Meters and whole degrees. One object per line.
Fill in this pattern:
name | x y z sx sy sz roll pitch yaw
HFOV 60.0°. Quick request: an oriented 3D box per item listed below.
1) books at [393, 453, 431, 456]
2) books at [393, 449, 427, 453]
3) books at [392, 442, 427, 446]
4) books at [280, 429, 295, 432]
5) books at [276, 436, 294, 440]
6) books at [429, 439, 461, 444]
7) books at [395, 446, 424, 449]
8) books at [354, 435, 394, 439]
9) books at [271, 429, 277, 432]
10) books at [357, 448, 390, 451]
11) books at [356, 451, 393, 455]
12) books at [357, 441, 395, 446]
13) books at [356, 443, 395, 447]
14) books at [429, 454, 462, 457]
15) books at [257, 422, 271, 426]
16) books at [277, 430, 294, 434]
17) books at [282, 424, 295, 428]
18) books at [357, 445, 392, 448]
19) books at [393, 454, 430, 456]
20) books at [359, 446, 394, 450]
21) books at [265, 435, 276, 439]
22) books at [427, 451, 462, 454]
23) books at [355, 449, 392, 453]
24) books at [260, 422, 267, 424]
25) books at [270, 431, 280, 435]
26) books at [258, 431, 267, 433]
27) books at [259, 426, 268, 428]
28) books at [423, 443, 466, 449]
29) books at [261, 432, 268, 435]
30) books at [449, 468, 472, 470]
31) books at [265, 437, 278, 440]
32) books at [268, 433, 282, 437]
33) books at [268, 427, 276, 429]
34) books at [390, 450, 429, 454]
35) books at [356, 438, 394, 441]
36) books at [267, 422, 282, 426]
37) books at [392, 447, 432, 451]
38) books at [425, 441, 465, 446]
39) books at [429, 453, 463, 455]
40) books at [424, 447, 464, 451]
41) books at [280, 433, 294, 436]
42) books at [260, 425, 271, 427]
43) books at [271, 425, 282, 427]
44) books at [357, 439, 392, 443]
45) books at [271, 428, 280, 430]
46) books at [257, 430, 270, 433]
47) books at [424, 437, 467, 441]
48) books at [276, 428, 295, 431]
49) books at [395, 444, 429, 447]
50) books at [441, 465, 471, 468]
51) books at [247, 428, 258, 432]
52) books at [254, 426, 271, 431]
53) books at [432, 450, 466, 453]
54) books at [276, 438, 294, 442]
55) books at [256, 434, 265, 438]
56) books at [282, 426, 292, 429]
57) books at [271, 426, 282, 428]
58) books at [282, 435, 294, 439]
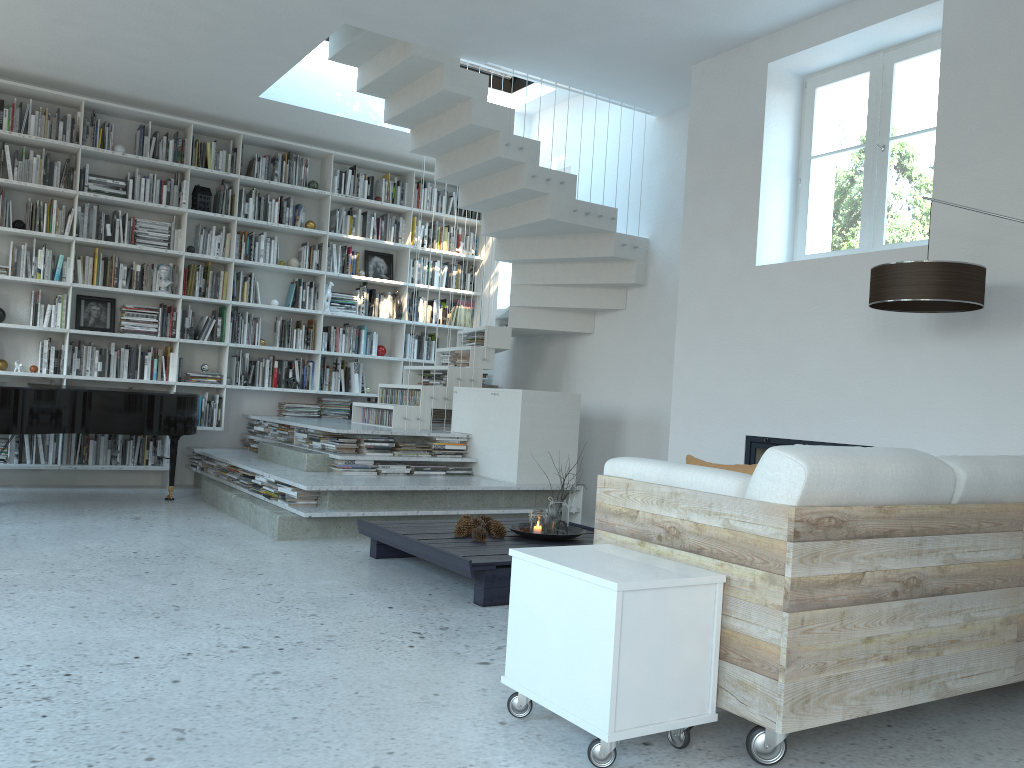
books | -0.772 0.522 6.636 0.287 0.005 0.165 4 -1 -28
books | -0.773 0.497 6.640 0.215 0.015 0.177 4 -1 -32
books | -0.767 0.447 6.636 0.203 0.011 0.173 4 -1 -38
books | -1.804 0.385 7.310 0.161 0.012 0.254 4 -1 -29
books | -1.812 0.449 7.307 0.178 0.014 0.247 4 -1 -35
books | -0.517 0.438 6.800 0.192 0.024 0.167 4 -1 -28
books | -0.775 0.470 6.646 0.179 0.010 0.160 4 -1 -31
books | -1.015 0.391 6.509 0.261 0.016 0.128 4 -1 -34
books | -1.949 0.401 7.559 0.150 0.013 0.215 4 -1 -33
books | -1.017 0.480 6.503 0.207 0.012 0.131 4 -1 -37
books | -1.008 0.506 6.486 0.216 0.015 0.177 4 -1 -35
books | -0.997 0.434 6.477 0.230 0.015 0.190 4 -1 -28
books | -1.010 0.445 6.495 0.260 0.009 0.153 4 -1 -30
books | -0.523 0.544 6.799 0.220 0.011 0.177 4 -1 -35
books | -2.118 0.355 7.811 0.163 0.018 0.289 4 -1 -34
books | -1.807 0.399 7.308 0.179 0.017 0.293 4 -1 -32
books | -1.794 0.344 7.315 0.139 0.028 0.261 4 -1 -28
books | -1.009 0.456 6.492 0.210 0.012 0.168 4 -1 -32
books | -0.773 0.528 6.636 0.291 0.007 0.174 4 -1 -30
books | -1.004 0.468 6.483 0.215 0.013 0.189 4 -1 -34
books | -1.972 0.453 7.546 0.190 0.012 0.235 4 -1 -35
books | -0.530 0.522 6.812 0.262 0.016 0.132 4 -1 -38
books | -1.015 0.492 6.498 0.227 0.013 0.148 4 -1 -35
books | -2.116 0.343 7.812 0.159 0.007 0.285 4 -1 -34
books | -1.953 0.417 7.557 0.154 0.018 0.220 4 -1 -34
books | -2.122 0.425 7.811 0.152 0.009 0.259 4 -1 -36
books | -2.124 0.379 7.808 0.171 0.007 0.206 4 -1 -31
books | -0.519 0.477 6.801 0.284 0.030 0.177 4 -1 -32
books | -2.112 0.441 7.818 0.131 0.021 0.240 4 -1 -31
books | -0.434 0.640 6.746 0.229 0.014 0.133 4 -1 -34
books | -1.969 0.466 7.548 0.183 0.012 0.296 4 -1 -34
books | -1.964 0.437 7.551 0.164 0.023 0.242 4 -1 -29
books | -1.956 0.377 7.554 0.167 0.008 0.234 4 -1 -34
books | -0.782 0.512 6.653 0.294 0.014 0.133 4 -1 -36
books | -1.005 0.403 6.491 0.228 0.009 0.159 4 -1 -37
books | -1.960 0.343 7.550 0.165 0.015 0.243 4 -1 -38
books | -0.764 0.483 6.627 0.273 0.014 0.187 4 -1 -38
books | -0.514 0.456 6.794 0.261 0.012 0.179 4 -1 -29
books | -0.527 0.534 6.807 0.259 0.009 0.152 4 -1 -36
books | -0.526 0.499 6.808 0.268 0.014 0.160 4 -1 -34
books | -1.801 0.417 7.313 0.159 0.018 0.203 4 -1 -35
books | -2.118 0.370 7.811 0.143 0.012 0.264 4 -1 -28
books | -1.950 0.357 7.557 0.149 0.013 0.220 4 -1 -30
books | -1.010 0.416 6.498 0.221 0.018 0.154 4 -1 -32
books | -1.950 0.388 7.558 0.144 0.013 0.220 4 -1 -30
books | -2.124 0.416 7.809 0.163 0.008 0.294 4 -1 -35
books | -0.510 0.420 6.791 0.285 0.013 0.181 4 -1 -38
books | -1.809 0.374 7.306 0.187 0.009 0.261 4 -1 -34
books | -0.772 0.459 6.641 0.246 0.013 0.172 4 -1 -34
books | -0.433 0.629 6.746 0.215 0.007 0.130 4 -1 -31
books | -2.288 0.422 8.049 0.175 0.017 0.265 4 -1 -30
books | -2.135 0.397 7.801 0.189 0.030 0.237 4 -1 -36
books | -0.515 0.510 6.791 0.281 0.008 0.181 4 -1 -28
books | -1.818 0.461 7.304 0.182 0.011 0.253 4 -1 -29
books | -2.128 0.459 7.807 0.173 0.017 0.233 4 -1 -34
books | -1.786 0.365 7.321 0.128 0.013 0.296 4 -1 -35
books | -1.951 0.369 7.557 0.160 0.010 0.179 4 -1 -33
books | -1.792 0.435 7.319 0.138 0.017 0.237 4 -1 -34
